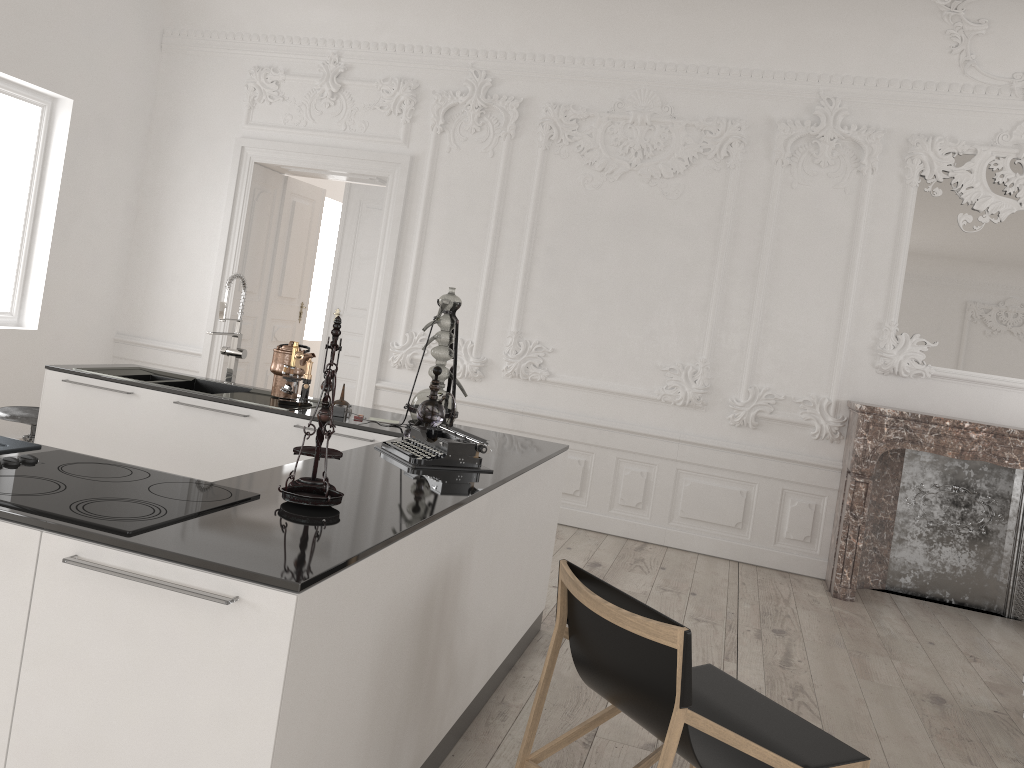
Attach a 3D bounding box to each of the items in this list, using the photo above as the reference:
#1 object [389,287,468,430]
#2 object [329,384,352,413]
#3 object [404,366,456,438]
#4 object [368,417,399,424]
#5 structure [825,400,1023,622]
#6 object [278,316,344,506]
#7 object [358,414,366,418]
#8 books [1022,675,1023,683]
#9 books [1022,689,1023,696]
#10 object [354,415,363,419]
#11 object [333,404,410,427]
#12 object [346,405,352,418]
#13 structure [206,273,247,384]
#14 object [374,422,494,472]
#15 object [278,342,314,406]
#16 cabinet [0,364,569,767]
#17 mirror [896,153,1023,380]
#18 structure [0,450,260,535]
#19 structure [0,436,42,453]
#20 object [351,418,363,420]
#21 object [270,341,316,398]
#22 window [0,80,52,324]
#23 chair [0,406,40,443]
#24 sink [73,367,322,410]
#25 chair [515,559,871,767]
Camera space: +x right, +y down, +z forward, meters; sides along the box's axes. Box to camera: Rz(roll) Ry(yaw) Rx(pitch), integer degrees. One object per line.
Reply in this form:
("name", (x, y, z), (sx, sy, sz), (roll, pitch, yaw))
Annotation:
("object", (-0.299, -0.107, 3.937), (0.317, 0.651, 0.295), (8, 0, -32))
("object", (-0.803, 0.063, 4.182), (0.111, 0.132, 0.110), (9, 1, 20))
("object", (-0.308, 0.084, 3.675), (0.222, 0.312, 0.203), (9, 1, 13))
("object", (-0.589, 0.169, 4.060), (0.140, 0.004, 0.094), (8, 4, -5))
("structure", (2.908, 0.859, 5.707), (1.549, 1.248, 0.658), (9, 1, 15))
("object", (-0.522, 0.053, 2.448), (0.167, 0.490, 0.515), (9, 2, -13))
("object", (-0.688, 0.149, 4.064), (0.042, 0.012, 0.032), (9, 3, 0))
("books", (2.476, 1.366, 3.937), (0.299, 0.035, 0.199), (8, 4, -8))
("books", (2.474, 1.434, 3.937), (0.289, 0.026, 0.206), (8, 4, -3))
("object", (-0.698, 0.152, 4.021), (0.039, 0.011, 0.026), (8, 3, -5))
("object", (-0.630, 0.147, 3.987), (0.376, 0.045, 0.124), (9, 3, 4))
("object", (-0.738, 0.123, 4.006), (0.017, 0.056, 0.017), (9, 0, -6))
("structure", (-1.465, -0.286, 4.515), (0.131, 0.582, 0.279), (9, 0, 14))
("object", (-0.286, 0.220, 3.237), (0.315, 0.110, 0.386), (7, 4, -31))
("object", (-1.015, -0.052, 4.206), (0.169, 0.291, 0.132), (8, 0, -15))
("cabinet", (-1.309, 0.568, 3.219), (2.469, 0.881, 2.703), (10, 4, 14))
("mirror", (3.332, -0.759, 5.858), (1.439, 1.572, 0.009), (9, 0, 15))
("structure", (-1.007, 0.235, 2.107), (0.630, 0.021, 0.506), (10, 4, 14))
("structure", (-1.768, 0.109, 2.311), (0.844, 0.014, 0.520), (10, 4, 15))
("object", (-0.696, 0.158, 3.995), (0.060, 0.001, 0.020), (8, 4, -5))
("object", (-1.109, -0.074, 4.413), (0.185, 0.280, 0.209), (8, 1, -35))
("window", (-3.831, -1.285, 5.908), (0.071, 1.740, 1.722), (9, 2, 14))
("chair", (-2.553, 0.434, 4.660), (0.401, 0.578, 0.403), (8, 1, -12))
("sink", (-1.501, 0.080, 4.326), (1.168, 0.140, 0.484), (10, 4, 15))
("chair", (0.479, 0.952, 2.470), (0.777, 0.770, 0.634), (8, 2, -31))
